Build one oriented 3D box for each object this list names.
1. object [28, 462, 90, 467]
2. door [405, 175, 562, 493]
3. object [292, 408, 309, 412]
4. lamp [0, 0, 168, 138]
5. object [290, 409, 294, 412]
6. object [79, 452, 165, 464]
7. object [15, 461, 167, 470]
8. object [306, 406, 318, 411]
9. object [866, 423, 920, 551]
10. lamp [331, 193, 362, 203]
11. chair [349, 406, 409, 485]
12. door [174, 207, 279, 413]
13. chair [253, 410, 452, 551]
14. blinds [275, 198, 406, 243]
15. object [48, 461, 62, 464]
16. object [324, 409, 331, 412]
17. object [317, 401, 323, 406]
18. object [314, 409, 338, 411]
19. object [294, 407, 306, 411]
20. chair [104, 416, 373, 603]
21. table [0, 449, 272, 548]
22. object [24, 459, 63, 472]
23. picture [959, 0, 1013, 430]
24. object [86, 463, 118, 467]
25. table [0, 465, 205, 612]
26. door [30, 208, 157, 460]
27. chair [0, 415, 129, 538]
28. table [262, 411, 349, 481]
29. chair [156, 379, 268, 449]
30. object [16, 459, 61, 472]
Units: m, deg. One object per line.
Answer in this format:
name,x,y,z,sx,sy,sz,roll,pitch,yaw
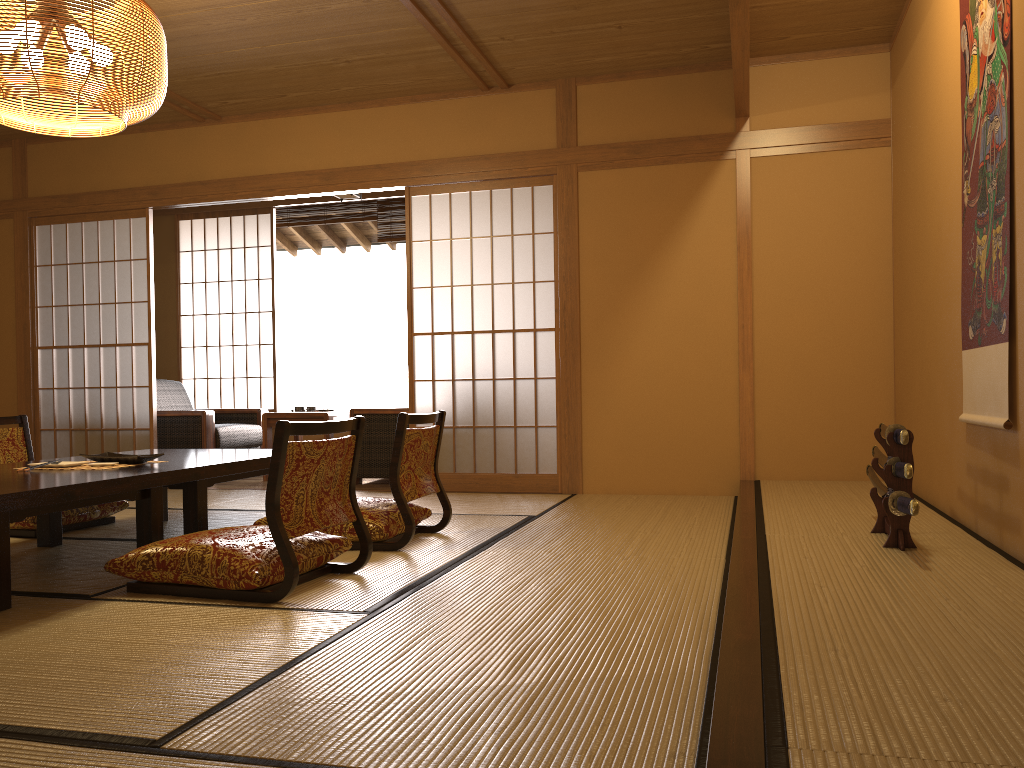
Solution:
object,-1.769,0.315,3.462,0.180,0.014,0.130,-1,-1,17
door,-0.181,-0.294,5.533,0.992,1.934,0.040,-1,1,15
object,-1.599,0.197,6.704,0.130,0.026,0.038,-1,0,0
lamp,-1.732,-1.414,3.348,0.798,0.826,0.798,-1,0,39
object,-1.669,0.202,6.740,0.015,0.018,0.050,-1,0,-33
object,-1.583,0.301,3.596,0.349,0.039,0.129,-1,-1,28
object,-1.667,0.322,3.533,0.401,0.003,0.398,-1,-1,15
object,-1.535,0.191,6.805,0.084,0.037,0.084,-1,0,7
object,1.302,0.333,3.050,0.104,0.398,1.021,-1,0,15
lamp,-1.230,-1.707,6.562,0.330,0.682,0.330,-1,0,15
chair,-0.594,0.306,6.428,0.943,0.779,0.872,-1,0,15
door,-2.542,-0.601,7.887,0.992,1.873,0.040,-1,1,15
chair,-0.663,0.392,3.786,0.699,0.546,0.582,-1,0,14
blinds,-1.148,-1.500,7.560,1.932,0.594,0.048,-1,0,15
object,-1.779,0.309,3.450,0.050,0.018,0.015,-1,0,12
object,-1.372,0.196,6.592,0.050,0.018,0.015,-1,0,2
object,-1.512,0.168,6.813,0.117,0.068,0.038,-1,0,-20
object,-1.409,0.199,6.704,0.131,0.015,0.181,-1,-1,-30
object,-1.633,0.193,6.828,0.084,0.037,0.084,-1,-1,43
chair,-0.880,0.388,2.961,0.687,0.546,0.582,-1,0,19
table,-1.528,0.504,4.011,0.995,0.357,0.994,-1,0,15
object,-1.782,0.309,3.379,0.006,0.030,0.229,-1,-1,7
picture,1.559,-0.867,2.949,0.034,2.012,0.648,-1,0,16
object,-1.593,0.315,3.452,0.099,0.013,0.067,-1,-1,-2
table,-1.785,0.499,3.050,0.995,0.357,0.994,-1,0,15
door,-2.967,-0.239,6.284,0.992,1.934,0.040,-1,1,15
chair,-2.343,0.426,4.300,0.687,0.546,0.582,-1,0,19
table,-1.506,0.460,6.715,0.540,0.500,0.540,-1,0,15
chair,-2.520,0.344,6.947,0.943,0.779,0.872,-1,0,15
object,-1.799,0.310,3.380,0.006,0.030,0.229,-1,-1,13
